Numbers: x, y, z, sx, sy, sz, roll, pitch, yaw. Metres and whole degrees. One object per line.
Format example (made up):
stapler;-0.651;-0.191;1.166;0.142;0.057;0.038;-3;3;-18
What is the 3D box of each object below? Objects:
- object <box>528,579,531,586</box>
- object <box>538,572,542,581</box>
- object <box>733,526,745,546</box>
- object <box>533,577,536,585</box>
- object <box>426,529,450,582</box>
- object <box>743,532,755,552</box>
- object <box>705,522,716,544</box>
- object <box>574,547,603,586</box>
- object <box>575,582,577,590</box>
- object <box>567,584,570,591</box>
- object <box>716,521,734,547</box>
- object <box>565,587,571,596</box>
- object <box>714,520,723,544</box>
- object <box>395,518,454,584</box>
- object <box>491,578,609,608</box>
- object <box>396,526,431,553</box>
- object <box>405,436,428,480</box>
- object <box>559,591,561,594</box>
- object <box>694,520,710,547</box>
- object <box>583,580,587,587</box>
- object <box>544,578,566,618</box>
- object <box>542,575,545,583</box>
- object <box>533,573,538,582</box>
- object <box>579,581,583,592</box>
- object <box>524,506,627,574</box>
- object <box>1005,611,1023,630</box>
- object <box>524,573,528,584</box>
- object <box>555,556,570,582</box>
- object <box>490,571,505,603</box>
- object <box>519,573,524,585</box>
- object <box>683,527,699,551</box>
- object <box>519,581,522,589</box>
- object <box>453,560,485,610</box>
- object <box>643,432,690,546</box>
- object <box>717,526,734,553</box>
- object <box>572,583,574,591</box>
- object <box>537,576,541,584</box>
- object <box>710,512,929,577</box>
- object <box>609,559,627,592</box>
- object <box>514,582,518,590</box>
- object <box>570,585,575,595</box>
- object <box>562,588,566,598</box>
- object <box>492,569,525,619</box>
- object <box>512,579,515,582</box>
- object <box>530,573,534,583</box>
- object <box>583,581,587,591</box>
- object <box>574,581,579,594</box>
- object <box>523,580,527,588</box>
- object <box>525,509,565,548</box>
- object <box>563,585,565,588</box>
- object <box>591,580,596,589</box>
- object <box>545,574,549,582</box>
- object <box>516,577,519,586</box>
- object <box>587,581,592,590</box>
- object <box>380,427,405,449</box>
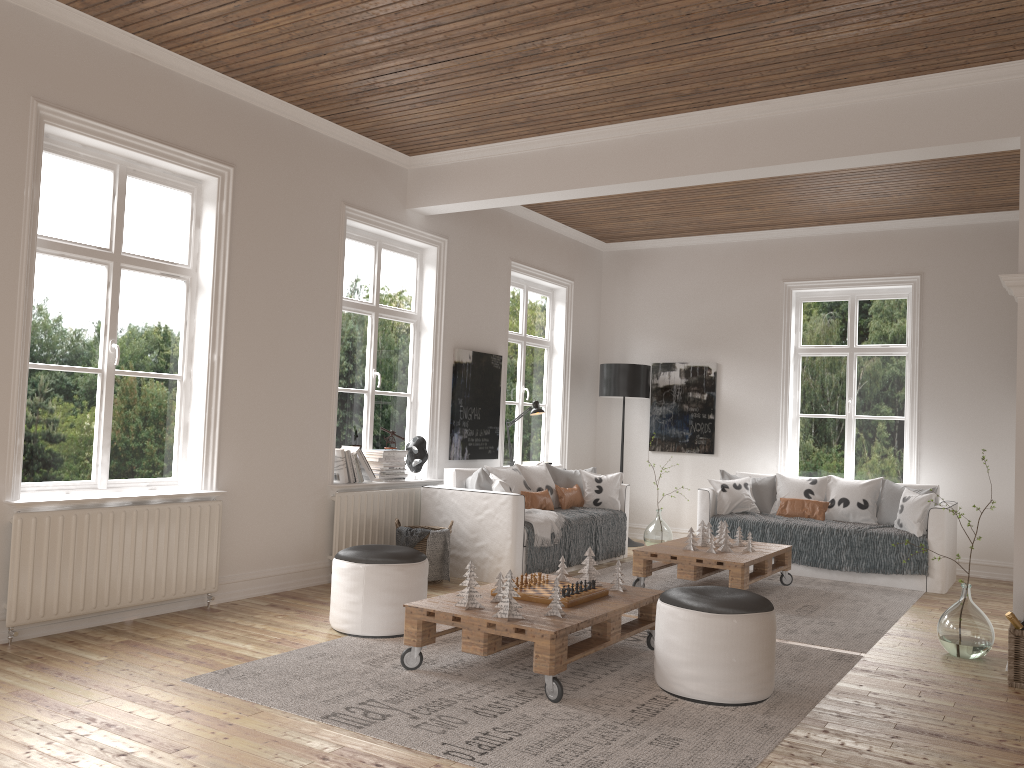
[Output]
object;0.086;0.982;4.392;0.017;0.037;0.017;4;-3;-39
object;0.143;0.991;4.563;0.019;0.040;0.019;4;-3;-24
object;1.676;1.121;6.546;0.075;0.147;0.075;4;-3;-26
object;0.112;0.985;4.430;0.017;0.037;0.017;4;-3;-39
object;-0.606;1.184;6.230;0.290;0.356;0.349;4;-3;-29
object;1.680;1.111;6.270;0.072;0.142;0.073;0;-3;40
object;1.467;1.106;6.600;0.095;0.164;0.090;0;-3;39
object;0.411;0.958;4.678;0.111;0.204;0.118;4;-3;-34
object;0.317;0.989;4.348;0.017;0.037;0.017;4;-3;-39
object;0.272;0.984;4.274;0.017;0.037;0.017;4;-3;-39
object;1.549;1.087;6.448;0.107;0.195;0.113;0;-3;39
object;0.263;0.976;4.179;0.026;0.044;0.026;3;-3;-13
object;1.568;1.107;6.658;0.090;0.176;0.090;3;-3;-6
object;-0.629;1.173;6.268;0.393;0.432;0.393;4;-3;-36
object;0.190;1.021;4.352;0.429;0.036;0.429;1;-3;32
object;-0.657;1.164;6.203;0.303;0.332;0.367;1;-3;23
object;-0.748;0.572;6.887;0.171;0.340;0.177;3;-3;-22
object;0.223;0.979;4.202;0.017;0.037;0.017;4;-3;-39
object;1.382;1.082;6.449;0.112;0.193;0.106;4;-3;-30
object;0.365;0.995;4.424;0.017;0.037;0.017;4;-3;-39
object;0.194;0.933;3.901;0.085;0.166;0.085;2;-3;18
object;0.160;0.990;4.503;0.017;0.037;0.017;4;-3;-39
object;0.119;0.986;4.526;0.026;0.044;0.026;3;-3;-13
object;0.334;0.978;4.291;0.025;0.055;0.025;4;-3;-26
object;0.307;1.225;7.166;0.651;0.423;1.680;1;-3;32
object;2.471;1.246;4.168;0.284;0.332;0.095;2;-3;11
object;0.071;0.975;4.453;0.025;0.055;0.025;4;-3;-26
object;0.271;0.990;4.773;0.079;0.137;0.075;3;-3;-9
object;-0.057;0.946;4.139;0.082;0.141;0.077;2;-3;13
object;0.049;0.971;4.415;0.025;0.058;0.025;3;-3;-13
object;1.259;1.083;6.227;0.093;0.161;0.088;0;-3;41
object;0.043;0.977;4.320;0.017;0.037;0.017;4;-3;-39
object;-0.188;0.898;3.996;0.108;0.213;0.109;4;-3;-33
object;1.488;1.025;8.476;0.515;1.117;0.275;5;-3;-41
object;1.494;1.083;6.209;0.097;0.178;0.103;3;-3;-5
object;0.295;0.987;4.312;0.017;0.037;0.017;4;-3;-39
object;0.136;0.988;4.467;0.017;0.037;0.017;4;-3;-39
object;2.552;1.285;7.346;1.704;0.390;0.656;1;-3;32
object;0.546;0.980;4.562;0.082;0.160;0.082;1;-3;21
object;0.019;0.975;4.281;0.017;0.037;0.017;4;-3;-39
object;0.287;0.977;4.216;0.022;0.047;0.022;2;-3;0
object;0.241;0.975;4.140;0.019;0.040;0.019;1;-3;28
object;-0.012;0.899;3.806;0.106;0.208;0.107;5;-3;-42
object;0.002;0.973;4.341;0.026;0.044;0.026;3;-3;-13
object;0.099;0.982;4.493;0.022;0.047;0.022;4;-3;-26
object;0.358;0.985;4.330;0.022;0.047;0.022;4;-3;-26
object;0.312;0.974;4.254;0.025;0.058;0.025;3;-3;-13
object;0.064;0.980;4.356;0.017;0.037;0.017;4;-3;-39
object;0.071;1.063;6.804;0.729;0.255;0.588;1;-3;36
object;0.248;0.982;4.241;0.017;0.037;0.017;4;-3;-39
object;0.405;0.994;4.402;0.019;0.040;0.019;4;-3;-24
object;0.180;0.993;4.539;0.017;0.037;0.017;4;-3;-39
object;0.026;0.974;4.378;0.022;0.047;0.022;4;-3;-26
object;0.379;0.989;4.366;0.026;0.044;0.026;3;-3;-13
object;-0.897;0.405;6.645;0.177;0.161;0.092;2;-3;0
